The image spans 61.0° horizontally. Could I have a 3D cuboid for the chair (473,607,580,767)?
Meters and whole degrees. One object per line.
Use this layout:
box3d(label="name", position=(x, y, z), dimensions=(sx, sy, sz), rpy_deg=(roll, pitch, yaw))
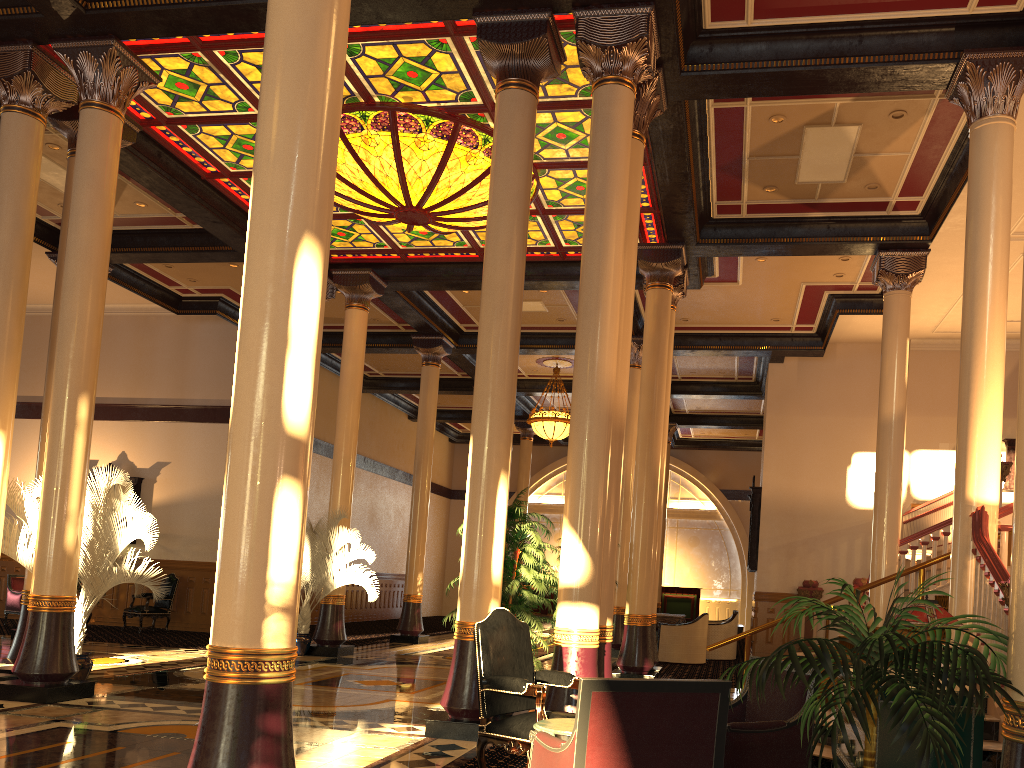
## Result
box3d(label="chair", position=(0.157, 1.944, 5.348), dimensions=(0.720, 1.088, 0.774), rpy_deg=(0, -7, 27))

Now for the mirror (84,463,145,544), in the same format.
box3d(label="mirror", position=(-7.877, 2.310, 16.919), dimensions=(1.363, 1.540, 0.204), rpy_deg=(2, -4, 10))

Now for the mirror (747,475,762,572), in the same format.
box3d(label="mirror", position=(5.001, 2.890, 18.053), dimensions=(0.251, 1.966, 1.837), rpy_deg=(3, -8, 15))

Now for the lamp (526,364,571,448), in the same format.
box3d(label="lamp", position=(0.939, 0.492, 19.362), dimensions=(1.178, 1.888, 1.218), rpy_deg=(3, -6, 7))

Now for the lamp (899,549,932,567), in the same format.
box3d(label="lamp", position=(5.540, 3.316, 12.079), dimensions=(0.587, 1.993, 0.580), rpy_deg=(4, -4, -6))

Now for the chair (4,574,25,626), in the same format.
box3d(label="chair", position=(-8.603, 3.904, 15.625), dimensions=(0.621, 0.911, 0.718), rpy_deg=(-1, -8, 32))

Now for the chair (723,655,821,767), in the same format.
box3d(label="chair", position=(1.133, 1.905, 4.549), dimensions=(0.662, 0.911, 0.675), rpy_deg=(5, -7, -17))

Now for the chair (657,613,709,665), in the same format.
box3d(label="chair", position=(3.075, 4.497, 15.426), dimensions=(0.744, 0.904, 1.004), rpy_deg=(-1, -10, 32))

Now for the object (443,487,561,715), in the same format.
box3d(label="object", position=(-0.038, 1.968, 7.828), dimensions=(1.123, 2.131, 1.006), rpy_deg=(6, -6, -29))

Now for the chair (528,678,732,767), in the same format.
box3d(label="chair", position=(0.446, 1.655, 3.618), dimensions=(0.702, 0.911, 0.636), rpy_deg=(6, -7, -18))

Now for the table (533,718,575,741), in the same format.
box3d(label="table", position=(0.329, 2.011, 4.408), dimensions=(0.504, 0.551, 0.465), rpy_deg=(9, -9, -37))

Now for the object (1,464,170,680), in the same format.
box3d(label="object", position=(-4.172, 1.912, 8.797), dimensions=(2.053, 2.236, 1.841), rpy_deg=(3, -7, 0))

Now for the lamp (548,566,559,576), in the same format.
box3d(label="lamp", position=(1.250, 5.775, 26.555), dimensions=(0.442, 0.439, 0.411), rpy_deg=(8, -9, -32))

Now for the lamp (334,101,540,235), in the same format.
box3d(label="lamp", position=(-1.171, -2.296, 10.484), dimensions=(2.951, 0.595, 3.101), rpy_deg=(1, -13, 10))

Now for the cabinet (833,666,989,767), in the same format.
box3d(label="cabinet", position=(2.078, 2.014, 4.686), dimensions=(0.540, 0.855, 1.302), rpy_deg=(2, -10, 14))

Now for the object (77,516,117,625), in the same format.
box3d(label="object", position=(-7.921, 3.447, 16.168), dimensions=(1.123, 2.131, 1.006), rpy_deg=(6, -6, -29))

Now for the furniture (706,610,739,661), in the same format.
box3d(label="furniture", position=(4.079, 4.970, 17.328), dimensions=(0.793, 0.932, 2.246), rpy_deg=(2, -11, 14))

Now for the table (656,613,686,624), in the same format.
box3d(label="table", position=(2.791, 4.885, 16.978), dimensions=(1.086, 0.764, 1.693), rpy_deg=(1, -11, 13))

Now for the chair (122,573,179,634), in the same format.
box3d(label="chair", position=(-6.607, 3.981, 15.880), dimensions=(0.711, 1.088, 0.783), rpy_deg=(-1, -8, 37))

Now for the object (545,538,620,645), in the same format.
box3d(label="object", position=(0.946, 2.953, 11.892), dimensions=(1.035, 2.131, 1.093), rpy_deg=(3, -5, 1))

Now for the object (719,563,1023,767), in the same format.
box3d(label="object", position=(1.411, 1.403, 3.425), dimensions=(1.090, 1.422, 1.041), rpy_deg=(-3, -9, 41))

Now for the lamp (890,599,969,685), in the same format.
box3d(label="lamp", position=(2.081, 1.297, 4.384), dimensions=(0.315, 0.415, 0.328), rpy_deg=(2, -7, 9))

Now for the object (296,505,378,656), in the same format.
box3d(label="object", position=(-2.797, 2.908, 12.864), dimensions=(1.785, 2.250, 2.148), rpy_deg=(1, -8, 16))
